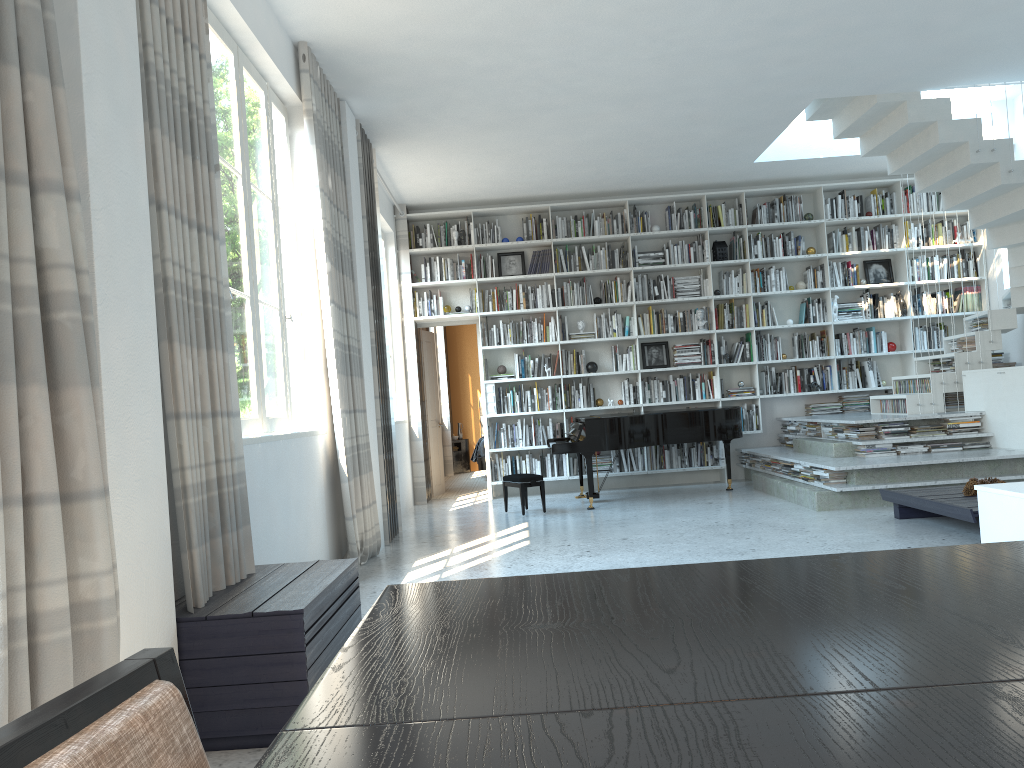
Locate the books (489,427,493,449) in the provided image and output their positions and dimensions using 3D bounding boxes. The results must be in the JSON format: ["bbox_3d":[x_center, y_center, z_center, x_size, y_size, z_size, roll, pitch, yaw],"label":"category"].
[{"bbox_3d":[-0.225,0.588,9.707,0.029,0.239,0.154,-4,-1,0],"label":"books"}]

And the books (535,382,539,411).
[{"bbox_3d":[0.276,0.137,9.708,0.021,0.323,0.172,-4,-1,0],"label":"books"}]

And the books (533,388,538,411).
[{"bbox_3d":[0.257,0.173,9.711,0.026,0.254,0.176,-4,-1,0],"label":"books"}]

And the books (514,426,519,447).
[{"bbox_3d":[0.049,0.574,9.705,0.028,0.229,0.157,-4,-1,0],"label":"books"}]

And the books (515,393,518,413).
[{"bbox_3d":[0.052,0.205,9.702,0.015,0.219,0.190,-4,-1,0],"label":"books"}]

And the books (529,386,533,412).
[{"bbox_3d":[0.208,0.162,9.710,0.014,0.282,0.150,-4,-1,0],"label":"books"}]

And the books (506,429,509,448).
[{"bbox_3d":[-0.048,0.596,9.725,0.025,0.200,0.137,-4,-1,0],"label":"books"}]

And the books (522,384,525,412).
[{"bbox_3d":[0.122,0.156,9.710,0.012,0.306,0.189,-4,-1,0],"label":"books"}]

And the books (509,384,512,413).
[{"bbox_3d":[-0.017,0.162,9.713,0.006,0.315,0.145,-4,-1,0],"label":"books"}]

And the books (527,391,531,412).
[{"bbox_3d":[0.189,0.190,9.711,0.027,0.230,0.159,-4,-1,0],"label":"books"}]

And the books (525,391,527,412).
[{"bbox_3d":[0.153,0.192,9.728,0.045,0.230,0.138,-4,-1,0],"label":"books"}]

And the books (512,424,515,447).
[{"bbox_3d":[0.018,0.562,9.697,0.013,0.257,0.189,-4,-1,0],"label":"books"}]

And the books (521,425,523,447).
[{"bbox_3d":[0.109,0.568,9.719,0.012,0.232,0.148,-4,-1,0],"label":"books"}]

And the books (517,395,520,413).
[{"bbox_3d":[0.068,0.218,9.698,0.016,0.189,0.183,-4,-1,0],"label":"books"}]

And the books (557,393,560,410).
[{"bbox_3d":[0.506,0.189,9.730,0.023,0.187,0.130,-4,-1,0],"label":"books"}]

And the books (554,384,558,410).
[{"bbox_3d":[0.484,0.140,9.698,0.014,0.286,0.179,-4,-1,0],"label":"books"}]

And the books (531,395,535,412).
[{"bbox_3d":[0.233,0.210,9.700,0.029,0.181,0.190,-4,-1,0],"label":"books"}]

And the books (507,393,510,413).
[{"bbox_3d":[-0.039,0.212,9.716,0.015,0.218,0.176,-4,-1,0],"label":"books"}]

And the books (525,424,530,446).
[{"bbox_3d":[0.169,0.561,9.720,0.031,0.239,0.132,-4,-1,0],"label":"books"}]

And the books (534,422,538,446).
[{"bbox_3d":[0.264,0.546,9.721,0.029,0.254,0.153,-4,-1,0],"label":"books"}]

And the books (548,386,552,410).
[{"bbox_3d":[0.414,0.155,9.699,0.021,0.265,0.185,-4,-1,0],"label":"books"}]

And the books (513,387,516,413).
[{"bbox_3d":[0.031,0.177,9.720,0.009,0.278,0.157,-4,-1,0],"label":"books"}]

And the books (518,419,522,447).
[{"bbox_3d":[0.087,0.536,9.717,0.027,0.299,0.142,-4,-1,0],"label":"books"}]

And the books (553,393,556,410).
[{"bbox_3d":[0.460,0.195,9.717,0.041,0.181,0.141,-4,-1,0],"label":"books"}]

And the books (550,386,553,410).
[{"bbox_3d":[0.431,0.158,9.718,0.013,0.260,0.142,-4,-1,0],"label":"books"}]

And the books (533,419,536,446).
[{"bbox_3d":[0.242,0.527,9.703,0.012,0.295,0.176,-4,-1,0],"label":"books"}]

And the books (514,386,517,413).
[{"bbox_3d":[0.038,0.172,9.696,0.007,0.286,0.182,-4,-1,0],"label":"books"}]

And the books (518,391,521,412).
[{"bbox_3d":[0.083,0.197,9.732,0.016,0.230,0.136,-4,-1,0],"label":"books"}]

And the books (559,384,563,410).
[{"bbox_3d":[0.537,0.140,9.727,0.024,0.280,0.136,-4,-1,0],"label":"books"}]

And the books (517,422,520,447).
[{"bbox_3d":[0.068,0.551,9.725,0.013,0.273,0.146,-4,-1,0],"label":"books"}]

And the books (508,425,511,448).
[{"bbox_3d":[-0.026,0.570,9.729,0.022,0.248,0.133,-4,-1,0],"label":"books"}]

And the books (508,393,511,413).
[{"bbox_3d":[-0.024,0.211,9.704,0.015,0.217,0.180,-4,-1,0],"label":"books"}]

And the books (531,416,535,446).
[{"bbox_3d":[0.229,0.513,9.695,0.014,0.325,0.170,-4,-1,0],"label":"books"}]

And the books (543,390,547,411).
[{"bbox_3d":[0.358,0.178,9.719,0.025,0.229,0.153,-4,-1,0],"label":"books"}]

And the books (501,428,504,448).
[{"bbox_3d":[-0.102,0.589,9.697,0.022,0.220,0.187,-4,-1,0],"label":"books"}]

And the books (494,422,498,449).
[{"bbox_3d":[-0.176,0.562,9.700,0.052,0.283,0.172,-4,-1,0],"label":"books"}]

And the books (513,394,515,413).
[{"bbox_3d":[0.021,0.211,9.728,0.016,0.211,0.146,-4,-1,0],"label":"books"}]

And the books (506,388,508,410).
[{"bbox_3d":[-0.052,0.182,9.710,0.008,0.279,0.164,-4,-1,0],"label":"books"}]

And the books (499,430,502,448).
[{"bbox_3d":[-0.124,0.602,9.719,0.024,0.197,0.148,-4,-1,0],"label":"books"}]

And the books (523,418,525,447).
[{"bbox_3d":[0.131,0.529,9.699,0.039,0.307,0.172,-4,-1,0],"label":"books"}]

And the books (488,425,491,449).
[{"bbox_3d":[-0.246,0.583,9.721,0.012,0.254,0.161,-4,-1,0],"label":"books"}]

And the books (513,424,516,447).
[{"bbox_3d":[0.030,0.563,9.692,0.010,0.252,0.177,-4,-1,0],"label":"books"}]

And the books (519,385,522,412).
[{"bbox_3d":[0.093,0.162,9.734,0.009,0.299,0.141,-4,-1,0],"label":"books"}]

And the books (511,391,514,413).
[{"bbox_3d":[0.007,0.195,9.697,0.009,0.244,0.184,-4,-1,0],"label":"books"}]

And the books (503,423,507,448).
[{"bbox_3d":[-0.077,0.564,9.704,0.029,0.266,0.171,-4,-1,0],"label":"books"}]

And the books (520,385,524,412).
[{"bbox_3d":[0.107,0.160,9.698,0.019,0.300,0.180,-4,-1,0],"label":"books"}]

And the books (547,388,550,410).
[{"bbox_3d":[0.399,0.167,9.717,0.010,0.246,0.160,-4,-1,0],"label":"books"}]

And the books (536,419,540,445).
[{"bbox_3d":[0.284,0.530,9.724,0.013,0.284,0.139,-4,-1,0],"label":"books"}]

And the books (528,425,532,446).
[{"bbox_3d":[0.198,0.566,9.716,0.028,0.225,0.134,-4,-1,0],"label":"books"}]

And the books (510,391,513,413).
[{"bbox_3d":[-0.004,0.197,9.711,0.014,0.243,0.171,-4,-1,0],"label":"books"}]

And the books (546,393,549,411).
[{"bbox_3d":[0.384,0.194,9.721,0.023,0.194,0.140,-4,-1,0],"label":"books"}]

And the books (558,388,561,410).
[{"bbox_3d":[0.521,0.161,9.704,0.010,0.240,0.174,-4,-1,0],"label":"books"}]

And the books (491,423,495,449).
[{"bbox_3d":[-0.207,0.568,9.691,0.011,0.277,0.189,-4,-1,0],"label":"books"}]

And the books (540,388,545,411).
[{"bbox_3d":[0.331,0.170,9.704,0.028,0.249,0.159,-4,-1,0],"label":"books"}]

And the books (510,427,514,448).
[{"bbox_3d":[-0.001,0.580,9.695,0.028,0.223,0.189,-4,-1,0],"label":"books"}]

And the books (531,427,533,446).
[{"bbox_3d":[0.219,0.572,9.715,0.013,0.209,0.154,-4,-1,0],"label":"books"}]

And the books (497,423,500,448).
[{"bbox_3d":[-0.144,0.566,9.719,0.010,0.273,0.150,-4,-1,0],"label":"books"}]

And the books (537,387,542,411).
[{"bbox_3d":[0.303,0.166,9.700,0.028,0.260,0.181,-4,-1,0],"label":"books"}]
